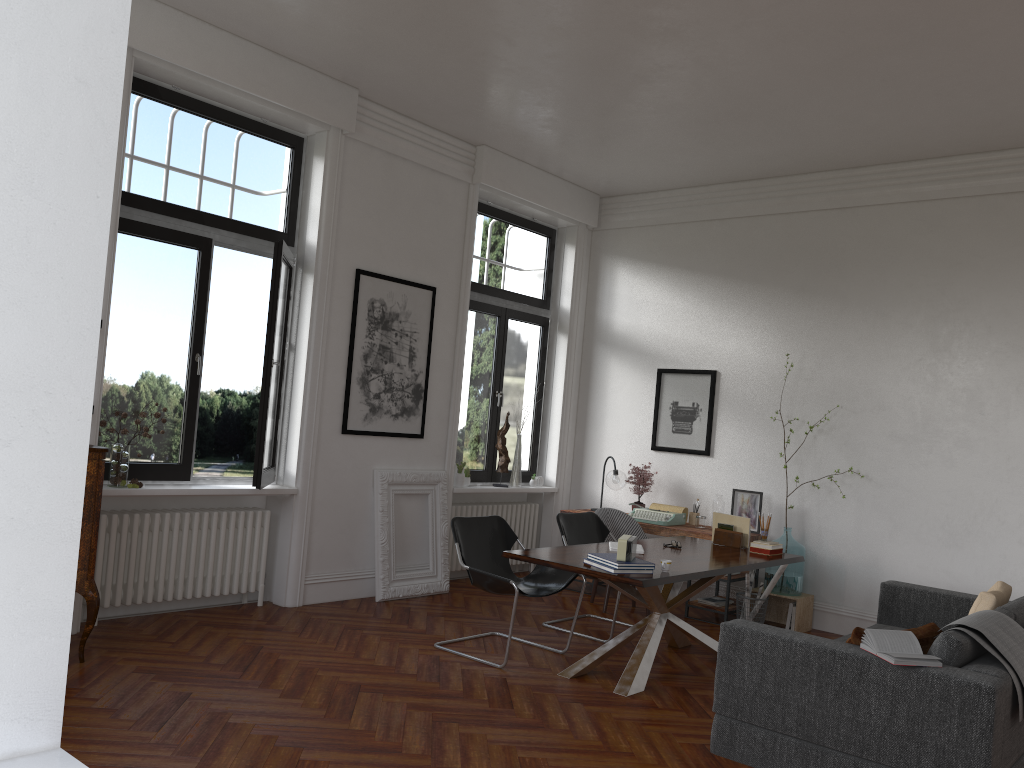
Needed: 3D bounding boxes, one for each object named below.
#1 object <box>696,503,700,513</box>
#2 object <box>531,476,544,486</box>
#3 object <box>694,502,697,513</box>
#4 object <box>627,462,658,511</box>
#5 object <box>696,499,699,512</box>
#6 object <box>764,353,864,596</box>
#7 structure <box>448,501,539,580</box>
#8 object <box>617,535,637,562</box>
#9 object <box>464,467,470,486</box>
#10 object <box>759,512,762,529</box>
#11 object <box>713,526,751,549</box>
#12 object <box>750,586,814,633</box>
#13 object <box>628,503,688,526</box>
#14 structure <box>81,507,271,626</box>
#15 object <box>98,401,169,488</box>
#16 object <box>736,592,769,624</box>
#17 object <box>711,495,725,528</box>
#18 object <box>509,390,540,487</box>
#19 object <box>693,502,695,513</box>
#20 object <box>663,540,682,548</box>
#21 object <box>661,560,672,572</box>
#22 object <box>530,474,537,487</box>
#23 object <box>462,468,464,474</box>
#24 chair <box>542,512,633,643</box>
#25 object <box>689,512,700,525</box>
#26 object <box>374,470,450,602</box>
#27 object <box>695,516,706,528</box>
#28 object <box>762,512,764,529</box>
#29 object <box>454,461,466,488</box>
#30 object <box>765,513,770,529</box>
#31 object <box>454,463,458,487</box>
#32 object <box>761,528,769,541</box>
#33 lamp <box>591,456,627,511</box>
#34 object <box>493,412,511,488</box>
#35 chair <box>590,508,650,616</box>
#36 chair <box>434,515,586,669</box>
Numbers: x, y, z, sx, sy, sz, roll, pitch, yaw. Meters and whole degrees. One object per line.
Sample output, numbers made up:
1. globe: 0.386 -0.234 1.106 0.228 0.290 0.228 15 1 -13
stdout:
1. object: 1.704 1.194 8.179 0.054 0.207 0.008 4 -1 23
2. object: 0.263 1.015 9.257 0.132 0.097 0.134 5 -2 10
3. object: 1.688 1.194 8.197 0.008 0.207 0.054 4 -1 28
4. object: 1.230 1.009 8.572 0.290 0.528 0.308 5 -2 -5
5. object: 1.705 1.178 8.193 0.023 0.239 0.028 4 -2 38
6. object: 2.563 0.768 7.529 0.807 2.057 0.354 4 -1 21
7. structure: -0.247 1.571 8.781 0.225 0.778 1.455 4 -2 40
8. object: 0.671 0.955 5.161 0.082 0.125 0.276 5 -2 14
9. object: -0.434 0.875 8.407 0.097 0.185 0.099 6 -2 -27
10. object: 1.840 1.045 6.550 0.049 0.193 0.008 5 -1 10
11. object: 1.669 1.145 6.725 0.228 0.166 0.150 3 -2 40
12. object: 2.285 1.933 7.559 0.434 0.316 0.341 3 -3 40
13. object: 1.299 1.184 8.148 0.534 0.149 0.485 3 -3 39
14. structure: -2.355 1.283 6.290 0.225 0.778 1.455 4 -2 40
15. object: -2.505 0.386 5.931 0.317 0.599 0.542 5 -2 11
16. object: 1.980 1.906 7.347 0.261 0.304 0.261 5 -2 5
17. object: 1.869 1.156 8.032 0.111 0.302 0.111 5 -1 -13
18. object: 0.126 0.513 8.900 0.289 1.053 0.296 4 -2 43
19. object: 1.677 1.193 8.190 0.008 0.207 0.054 5 -1 6
20. object: 1.146 1.147 6.367 0.133 0.047 0.114 5 -2 4
21. object: 0.892 1.064 5.181 0.082 0.065 0.064 6 -2 -29
22. object: 0.218 0.985 9.072 0.072 0.134 0.072 6 -2 -24
23. object: -0.477 0.864 8.281 0.051 0.188 0.051 5 -1 -15
24. chair: 0.740 1.474 6.867 0.745 0.872 0.753 3 -2 40
25. object: 1.678 1.241 8.171 0.075 0.113 0.058 4 -2 40
26. object: -0.840 1.273 7.554 0.233 1.062 0.831 4 -2 40
27. object: 1.696 1.239 7.969 0.093 0.101 0.093 4 -2 32
28. object: 1.860 1.046 6.571 0.008 0.195 0.032 5 -1 -6
29. object: -0.479 0.832 8.180 0.098 0.244 0.103 4 -1 18
30. object: 1.886 1.048 6.567 0.038 0.195 0.008 5 -1 -23
31. object: -0.536 0.845 8.247 0.051 0.213 0.051 5 -1 -15
32. object: 1.863 1.114 6.544 0.058 0.091 0.058 4 -2 27
33. lamp: 0.948 0.978 8.631 0.208 0.549 0.441 6 -2 -26
34. object: -0.085 0.637 8.701 0.165 0.753 0.143 5 -1 -7
35. chair: 0.960 1.522 7.695 0.716 0.899 0.548 4 -2 33
36. chair: -0.018 1.371 5.971 0.745 0.872 0.753 3 -2 40
